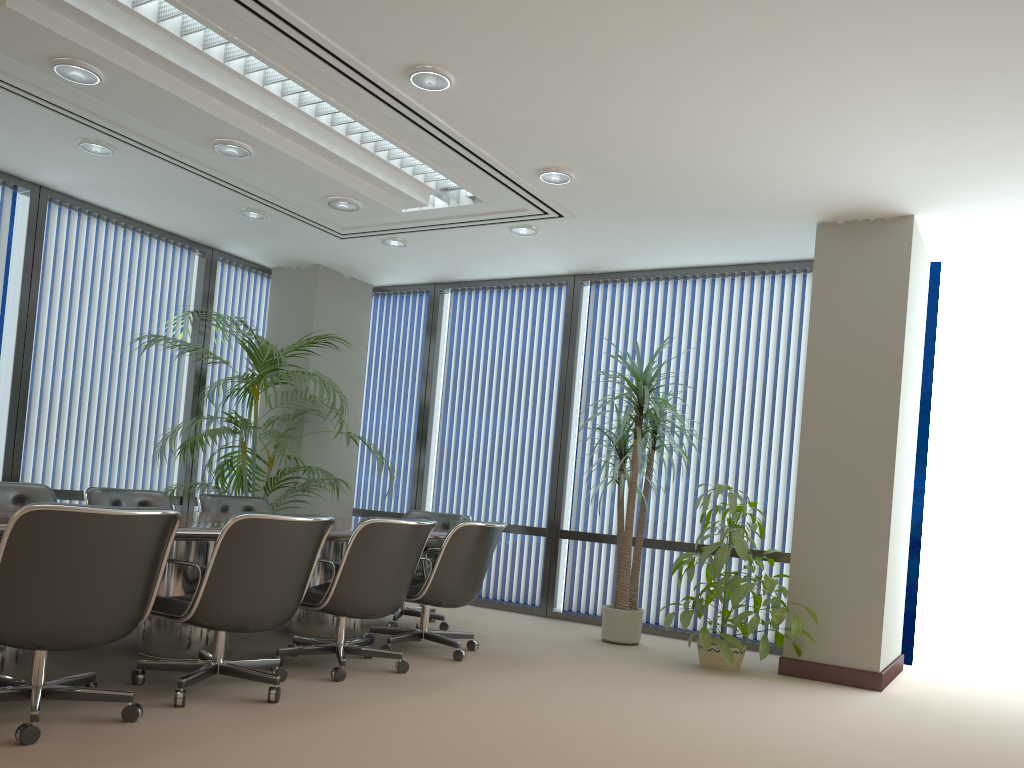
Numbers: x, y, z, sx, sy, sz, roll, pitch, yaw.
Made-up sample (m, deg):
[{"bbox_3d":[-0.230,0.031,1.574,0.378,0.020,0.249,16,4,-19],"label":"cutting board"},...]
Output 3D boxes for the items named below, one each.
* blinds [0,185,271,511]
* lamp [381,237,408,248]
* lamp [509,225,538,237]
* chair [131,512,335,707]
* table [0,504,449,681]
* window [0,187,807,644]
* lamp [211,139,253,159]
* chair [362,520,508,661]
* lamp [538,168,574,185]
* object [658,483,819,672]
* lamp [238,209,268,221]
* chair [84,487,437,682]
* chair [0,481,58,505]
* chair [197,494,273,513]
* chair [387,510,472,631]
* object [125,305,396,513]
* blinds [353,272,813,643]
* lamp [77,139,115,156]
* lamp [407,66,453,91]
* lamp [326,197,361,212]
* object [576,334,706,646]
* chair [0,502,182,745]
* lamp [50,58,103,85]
[{"bbox_3d":[-3.436,0.113,7.123,0.031,2.893,4.941,4,-5,31],"label":"blinds"},{"bbox_3d":[-0.971,-1.160,7.271,0.225,0.035,0.227,-1,-10,41],"label":"lamp"},{"bbox_3d":[0.087,-1.150,6.647,0.224,0.035,0.227,2,-8,20],"label":"lamp"},{"bbox_3d":[-1.314,1.009,4.143,0.850,0.855,0.765,2,-5,31],"label":"chair"},{"bbox_3d":[-1.800,1.127,4.950,1.503,0.745,4.108,1,-8,31],"label":"table"},{"bbox_3d":[-1.605,0.343,7.618,7.390,2.901,3.546,7,-5,-14],"label":"window"},{"bbox_3d":[-1.584,-1.324,4.990,0.226,0.035,0.225,10,-9,-35],"label":"lamp"},{"bbox_3d":[-0.506,1.270,5.605,0.850,0.855,0.741,3,-5,26],"label":"chair"},{"bbox_3d":[0.272,-1.286,5.487,0.226,0.035,0.225,10,-9,-35],"label":"lamp"},{"bbox_3d":[1.510,1.337,5.923,0.979,1.307,0.861,5,-3,1],"label":"object"},{"bbox_3d":[-2.004,-1.307,6.830,0.226,0.035,0.225,10,-9,-35],"label":"lamp"},{"bbox_3d":[-1.606,1.135,5.299,2.522,0.854,0.765,1,-6,30],"label":"chair"},{"bbox_3d":[-2.753,0.996,4.993,0.850,0.855,0.765,2,-5,31],"label":"chair"},{"bbox_3d":[-1.862,1.262,6.433,0.850,0.855,0.765,2,-5,36],"label":"chair"},{"bbox_3d":[-0.762,1.386,6.656,0.757,0.855,0.860,3,-5,31],"label":"chair"},{"bbox_3d":[-2.185,0.558,7.521,2.181,2.468,2.086,8,-5,-38],"label":"object"},{"bbox_3d":[0.187,0.547,8.042,4.918,2.897,0.051,1,-3,31],"label":"blinds"},{"bbox_3d":[-2.677,-1.516,5.679,0.226,0.035,0.225,10,-9,-35],"label":"lamp"},{"bbox_3d":[-0.402,-1.495,4.335,0.226,0.035,0.225,10,-9,-35],"label":"lamp"},{"bbox_3d":[-1.108,-1.176,5.804,0.226,0.035,0.225,10,-9,-35],"label":"lamp"},{"bbox_3d":[0.932,0.808,6.654,1.016,2.304,1.037,5,-2,6],"label":"object"},{"bbox_3d":[-1.796,0.871,3.407,0.855,0.855,0.759,2,-5,34],"label":"chair"},{"bbox_3d":[-2.060,-1.471,4.176,0.227,0.035,0.225,11,-10,-42],"label":"lamp"}]
